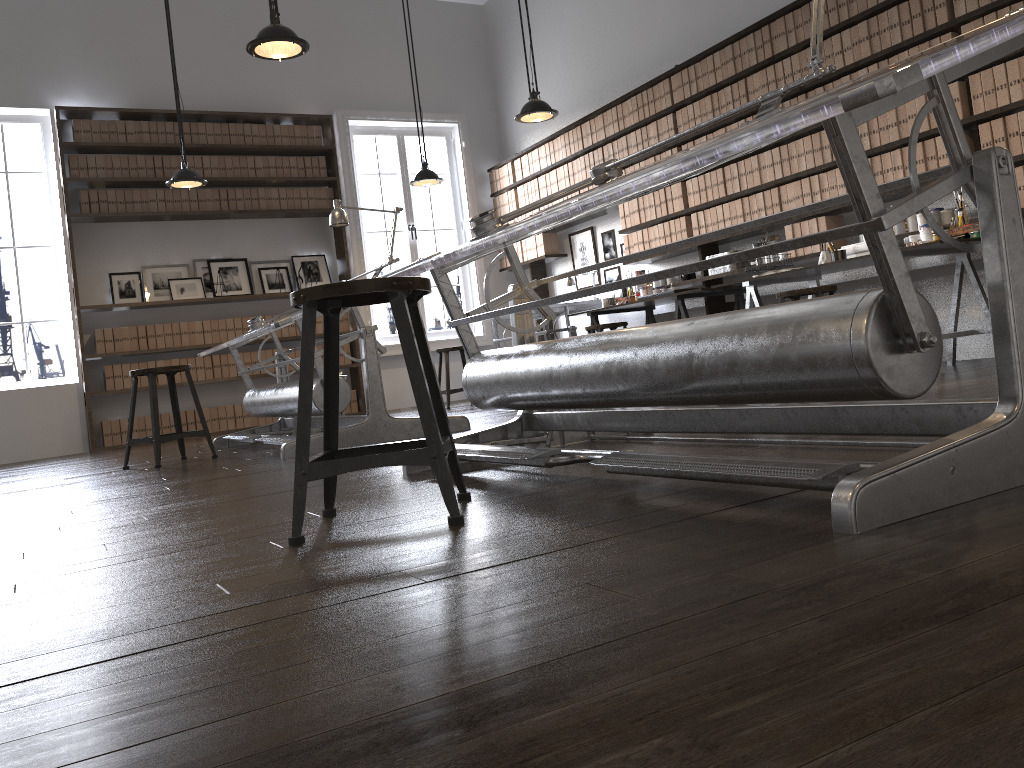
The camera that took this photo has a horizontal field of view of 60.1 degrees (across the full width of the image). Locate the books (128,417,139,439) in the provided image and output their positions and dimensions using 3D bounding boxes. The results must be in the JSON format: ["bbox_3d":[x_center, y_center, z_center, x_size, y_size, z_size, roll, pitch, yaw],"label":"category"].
[{"bbox_3d":[-3.367,0.412,7.866,0.067,0.226,0.174,-6,-1,-29],"label":"books"}]

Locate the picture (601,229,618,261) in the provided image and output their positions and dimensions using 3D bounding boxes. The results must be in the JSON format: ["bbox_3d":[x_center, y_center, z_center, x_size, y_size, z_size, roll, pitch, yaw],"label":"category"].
[{"bbox_3d":[0.910,-1.283,8.242,0.022,0.285,0.200,-6,-1,-30],"label":"picture"}]

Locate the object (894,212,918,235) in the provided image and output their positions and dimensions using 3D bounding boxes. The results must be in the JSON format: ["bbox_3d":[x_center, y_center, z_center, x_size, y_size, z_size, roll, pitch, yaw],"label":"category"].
[{"bbox_3d":[2.388,-0.974,5.381,0.206,0.162,0.094,-7,-1,-28],"label":"object"}]

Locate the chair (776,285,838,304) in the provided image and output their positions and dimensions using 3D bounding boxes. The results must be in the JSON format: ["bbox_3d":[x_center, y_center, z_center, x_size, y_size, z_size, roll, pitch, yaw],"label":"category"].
[{"bbox_3d":[1.615,-0.247,4.764,0.370,0.529,0.359,-7,-1,34],"label":"chair"}]

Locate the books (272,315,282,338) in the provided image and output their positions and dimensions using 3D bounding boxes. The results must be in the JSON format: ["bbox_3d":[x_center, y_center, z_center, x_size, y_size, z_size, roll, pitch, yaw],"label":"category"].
[{"bbox_3d":[-2.291,-0.545,8.553,0.067,0.226,0.174,-6,-1,-29],"label":"books"}]

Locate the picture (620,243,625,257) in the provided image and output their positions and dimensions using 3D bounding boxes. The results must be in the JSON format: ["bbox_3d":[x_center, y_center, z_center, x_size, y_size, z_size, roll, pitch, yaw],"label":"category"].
[{"bbox_3d":[1.065,-1.193,7.978,0.023,0.184,0.250,-6,0,-29],"label":"picture"}]

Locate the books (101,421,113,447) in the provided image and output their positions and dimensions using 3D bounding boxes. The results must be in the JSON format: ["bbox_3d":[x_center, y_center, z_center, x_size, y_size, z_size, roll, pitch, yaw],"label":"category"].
[{"bbox_3d":[-3.554,0.436,7.766,0.067,0.226,0.174,-6,-1,-29],"label":"books"}]

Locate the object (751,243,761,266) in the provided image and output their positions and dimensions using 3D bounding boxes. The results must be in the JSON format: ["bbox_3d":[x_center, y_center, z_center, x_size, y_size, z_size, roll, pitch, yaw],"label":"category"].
[{"bbox_3d":[1.820,-0.944,6.550,0.078,0.188,0.079,-8,-2,40],"label":"object"}]

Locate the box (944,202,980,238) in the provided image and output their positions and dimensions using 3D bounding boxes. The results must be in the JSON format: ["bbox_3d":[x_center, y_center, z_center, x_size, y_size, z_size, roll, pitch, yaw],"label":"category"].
[{"bbox_3d":[2.417,-0.863,4.702,0.138,0.207,0.211,-6,0,-29],"label":"box"}]

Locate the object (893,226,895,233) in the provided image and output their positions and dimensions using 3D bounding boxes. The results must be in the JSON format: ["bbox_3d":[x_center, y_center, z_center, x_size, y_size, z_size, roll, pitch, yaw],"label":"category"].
[{"bbox_3d":[2.355,-0.941,5.416,0.054,0.101,0.053,-7,-1,-12],"label":"object"}]

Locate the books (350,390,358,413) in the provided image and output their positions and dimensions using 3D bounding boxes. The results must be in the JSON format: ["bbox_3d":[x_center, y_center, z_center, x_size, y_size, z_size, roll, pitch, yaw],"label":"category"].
[{"bbox_3d":[-1.608,0.176,8.855,0.067,0.226,0.174,-6,-1,-29],"label":"books"}]

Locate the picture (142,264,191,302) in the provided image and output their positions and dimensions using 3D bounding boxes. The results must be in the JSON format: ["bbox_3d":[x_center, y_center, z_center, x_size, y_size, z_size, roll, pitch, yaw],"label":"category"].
[{"bbox_3d":[-3.177,-0.924,8.183,0.416,0.366,0.083,-7,-1,-29],"label":"picture"}]

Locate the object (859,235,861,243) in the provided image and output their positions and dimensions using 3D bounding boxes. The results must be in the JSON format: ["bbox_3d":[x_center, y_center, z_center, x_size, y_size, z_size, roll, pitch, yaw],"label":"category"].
[{"bbox_3d":[2.238,-0.945,5.629,0.062,0.119,0.062,-7,-1,12],"label":"object"}]

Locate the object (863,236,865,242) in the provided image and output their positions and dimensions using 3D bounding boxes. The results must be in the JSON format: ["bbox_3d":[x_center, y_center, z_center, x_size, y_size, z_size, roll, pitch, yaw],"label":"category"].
[{"bbox_3d":[2.207,-0.938,5.496,0.061,0.119,0.062,-7,-1,21],"label":"object"}]

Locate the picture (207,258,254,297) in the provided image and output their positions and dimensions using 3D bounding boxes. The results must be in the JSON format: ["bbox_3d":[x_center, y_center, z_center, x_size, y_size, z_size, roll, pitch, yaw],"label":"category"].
[{"bbox_3d":[-2.673,-1.004,8.412,0.374,0.392,0.148,-7,-1,-29],"label":"picture"}]

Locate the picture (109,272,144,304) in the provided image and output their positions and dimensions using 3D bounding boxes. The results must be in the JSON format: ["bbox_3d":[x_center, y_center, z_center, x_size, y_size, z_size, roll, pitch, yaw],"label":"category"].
[{"bbox_3d":[-3.491,-0.858,8.025,0.267,0.315,0.058,-7,-2,-29],"label":"picture"}]

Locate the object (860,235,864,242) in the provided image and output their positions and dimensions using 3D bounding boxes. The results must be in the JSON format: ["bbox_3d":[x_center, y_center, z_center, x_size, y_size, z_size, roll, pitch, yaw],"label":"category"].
[{"bbox_3d":[2.219,-0.941,5.565,0.063,0.118,0.062,-7,-1,12],"label":"object"}]

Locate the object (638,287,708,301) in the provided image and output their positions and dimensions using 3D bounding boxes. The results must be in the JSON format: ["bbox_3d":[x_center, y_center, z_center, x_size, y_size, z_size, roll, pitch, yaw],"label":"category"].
[{"bbox_3d":[1.176,-0.658,6.507,0.313,0.033,0.444,-8,1,-29],"label":"object"}]

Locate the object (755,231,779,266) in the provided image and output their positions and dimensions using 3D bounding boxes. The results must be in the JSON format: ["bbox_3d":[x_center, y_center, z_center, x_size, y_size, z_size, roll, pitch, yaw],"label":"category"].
[{"bbox_3d":[1.815,-0.988,6.390,0.157,0.272,0.181,-6,-1,-45],"label":"object"}]

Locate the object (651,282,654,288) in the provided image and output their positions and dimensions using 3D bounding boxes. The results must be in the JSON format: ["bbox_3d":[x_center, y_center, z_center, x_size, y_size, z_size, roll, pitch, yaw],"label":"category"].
[{"bbox_3d":[1.210,-0.873,7.500,0.070,0.130,0.070,-7,-1,9],"label":"object"}]

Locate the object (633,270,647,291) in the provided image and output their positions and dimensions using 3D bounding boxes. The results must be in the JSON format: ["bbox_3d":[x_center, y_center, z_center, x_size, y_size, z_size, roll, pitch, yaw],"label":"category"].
[{"bbox_3d":[1.093,-0.877,7.554,0.108,0.177,0.106,-6,-1,-27],"label":"object"}]

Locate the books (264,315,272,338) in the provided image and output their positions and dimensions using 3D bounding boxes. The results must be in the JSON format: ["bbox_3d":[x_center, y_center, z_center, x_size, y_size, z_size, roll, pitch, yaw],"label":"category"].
[{"bbox_3d":[-2.353,-0.536,8.512,0.067,0.226,0.174,-6,-1,-29],"label":"books"}]

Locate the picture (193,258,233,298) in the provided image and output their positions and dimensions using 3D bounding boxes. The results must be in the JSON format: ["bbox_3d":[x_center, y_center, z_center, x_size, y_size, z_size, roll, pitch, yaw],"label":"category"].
[{"bbox_3d":[-2.808,-0.994,8.397,0.370,0.406,0.091,-7,-1,-29],"label":"picture"}]

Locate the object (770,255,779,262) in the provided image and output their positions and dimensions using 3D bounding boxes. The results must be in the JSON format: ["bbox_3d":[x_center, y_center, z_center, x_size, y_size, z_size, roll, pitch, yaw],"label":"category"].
[{"bbox_3d":[1.904,-0.903,6.245,0.181,0.093,0.062,-7,-1,-15],"label":"object"}]

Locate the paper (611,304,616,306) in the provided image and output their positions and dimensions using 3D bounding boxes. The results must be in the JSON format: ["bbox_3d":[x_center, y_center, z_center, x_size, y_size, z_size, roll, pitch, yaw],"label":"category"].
[{"bbox_3d":[0.846,-0.638,7.251,0.138,0.038,0.154,-8,1,-44],"label":"paper"}]

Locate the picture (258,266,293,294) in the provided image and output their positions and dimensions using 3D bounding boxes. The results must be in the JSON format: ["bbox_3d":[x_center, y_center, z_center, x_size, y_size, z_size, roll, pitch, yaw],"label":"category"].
[{"bbox_3d":[-2.301,-1.002,8.625,0.290,0.291,0.126,-7,-1,-29],"label":"picture"}]

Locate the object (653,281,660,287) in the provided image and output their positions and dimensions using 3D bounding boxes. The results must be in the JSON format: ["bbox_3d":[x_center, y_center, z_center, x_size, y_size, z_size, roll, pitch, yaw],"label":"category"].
[{"bbox_3d":[1.203,-0.846,7.368,0.062,0.094,0.061,-6,-1,-43],"label":"object"}]

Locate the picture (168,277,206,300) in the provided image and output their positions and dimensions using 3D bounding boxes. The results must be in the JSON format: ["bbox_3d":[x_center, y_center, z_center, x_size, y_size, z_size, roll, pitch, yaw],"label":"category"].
[{"bbox_3d":[-3.004,-0.874,8.187,0.300,0.229,0.144,-7,-1,-29],"label":"picture"}]

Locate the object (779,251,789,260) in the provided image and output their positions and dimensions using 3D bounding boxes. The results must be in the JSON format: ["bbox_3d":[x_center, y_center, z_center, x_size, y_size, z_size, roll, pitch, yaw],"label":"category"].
[{"bbox_3d":[1.902,-0.918,6.164,0.094,0.128,0.094,-7,-1,-22],"label":"object"}]

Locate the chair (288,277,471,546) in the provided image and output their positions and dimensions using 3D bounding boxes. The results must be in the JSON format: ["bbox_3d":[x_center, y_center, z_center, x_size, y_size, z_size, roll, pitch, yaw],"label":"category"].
[{"bbox_3d":[-0.304,0.047,1.963,0.358,0.529,0.371,-7,-1,-1],"label":"chair"}]

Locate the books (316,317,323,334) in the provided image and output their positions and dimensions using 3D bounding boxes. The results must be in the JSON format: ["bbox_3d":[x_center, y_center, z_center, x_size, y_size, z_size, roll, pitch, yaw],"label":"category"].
[{"bbox_3d":[-1.933,-0.593,8.750,0.067,0.226,0.174,-6,-1,-29],"label":"books"}]

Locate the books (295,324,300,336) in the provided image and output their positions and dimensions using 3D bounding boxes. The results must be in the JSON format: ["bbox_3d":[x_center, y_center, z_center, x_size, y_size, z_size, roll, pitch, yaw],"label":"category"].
[{"bbox_3d":[-2.105,-0.570,8.656,0.067,0.226,0.174,-6,-1,-29],"label":"books"}]

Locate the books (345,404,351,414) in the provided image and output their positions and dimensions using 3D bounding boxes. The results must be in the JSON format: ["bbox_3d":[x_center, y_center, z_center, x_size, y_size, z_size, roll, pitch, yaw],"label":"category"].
[{"bbox_3d":[-1.675,0.185,8.820,0.067,0.226,0.174,-6,-1,-29],"label":"books"}]

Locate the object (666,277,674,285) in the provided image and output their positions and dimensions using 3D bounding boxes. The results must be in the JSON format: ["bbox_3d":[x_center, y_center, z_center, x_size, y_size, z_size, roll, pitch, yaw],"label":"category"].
[{"bbox_3d":[1.298,-0.855,7.271,0.062,0.094,0.061,-6,-1,-43],"label":"object"}]

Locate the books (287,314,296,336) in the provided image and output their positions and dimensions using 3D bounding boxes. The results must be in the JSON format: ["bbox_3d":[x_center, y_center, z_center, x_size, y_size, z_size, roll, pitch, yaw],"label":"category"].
[{"bbox_3d":[-2.167,-0.561,8.622,0.067,0.226,0.174,-6,-1,-29],"label":"books"}]

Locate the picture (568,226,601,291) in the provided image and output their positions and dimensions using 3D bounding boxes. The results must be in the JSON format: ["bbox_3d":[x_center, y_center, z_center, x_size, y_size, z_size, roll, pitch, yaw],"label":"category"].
[{"bbox_3d":[0.707,-1.208,8.599,0.040,0.575,0.413,-6,-1,-29],"label":"picture"}]

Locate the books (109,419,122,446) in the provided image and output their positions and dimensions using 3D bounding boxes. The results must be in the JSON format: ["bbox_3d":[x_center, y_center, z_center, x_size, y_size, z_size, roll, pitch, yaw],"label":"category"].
[{"bbox_3d":[-3.492,0.428,7.798,0.067,0.226,0.174,-6,-1,-29],"label":"books"}]

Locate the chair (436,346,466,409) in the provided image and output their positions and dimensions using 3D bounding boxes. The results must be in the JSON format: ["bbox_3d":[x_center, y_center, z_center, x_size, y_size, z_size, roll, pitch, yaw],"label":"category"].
[{"bbox_3d":[-0.474,-0.057,7.686,0.359,0.529,0.370,-7,-1,-21],"label":"chair"}]

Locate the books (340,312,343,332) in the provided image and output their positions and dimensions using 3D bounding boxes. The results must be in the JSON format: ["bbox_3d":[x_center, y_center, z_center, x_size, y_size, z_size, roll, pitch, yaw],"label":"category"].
[{"bbox_3d":[-1.755,-0.617,8.854,0.067,0.226,0.174,-6,-1,-29],"label":"books"}]

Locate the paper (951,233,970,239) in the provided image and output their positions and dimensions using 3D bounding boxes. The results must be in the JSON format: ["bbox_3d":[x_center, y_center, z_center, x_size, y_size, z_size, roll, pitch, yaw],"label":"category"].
[{"bbox_3d":[2.286,-0.757,4.638,0.137,0.038,0.155,-7,1,-14],"label":"paper"}]

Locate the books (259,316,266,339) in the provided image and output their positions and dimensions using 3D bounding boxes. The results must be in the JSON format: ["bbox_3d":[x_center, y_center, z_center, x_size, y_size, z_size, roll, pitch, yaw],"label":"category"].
[{"bbox_3d":[-2.420,-0.528,8.480,0.067,0.226,0.174,-6,-1,-29],"label":"books"}]

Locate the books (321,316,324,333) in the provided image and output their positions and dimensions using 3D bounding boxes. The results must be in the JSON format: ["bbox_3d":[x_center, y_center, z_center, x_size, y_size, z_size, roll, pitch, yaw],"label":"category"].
[{"bbox_3d":[-1.874,-0.601,8.781,0.067,0.226,0.174,-6,-1,-29],"label":"books"}]

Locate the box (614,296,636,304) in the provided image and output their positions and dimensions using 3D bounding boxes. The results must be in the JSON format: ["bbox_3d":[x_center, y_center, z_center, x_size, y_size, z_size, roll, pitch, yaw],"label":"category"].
[{"bbox_3d":[0.968,-0.681,7.341,0.138,0.083,0.211,-7,1,-29],"label":"box"}]

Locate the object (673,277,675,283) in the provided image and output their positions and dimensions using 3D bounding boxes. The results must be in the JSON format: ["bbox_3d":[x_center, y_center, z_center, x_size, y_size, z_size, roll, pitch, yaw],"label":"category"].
[{"bbox_3d":[1.325,-0.850,7.354,0.054,0.080,0.054,-7,-1,-2],"label":"object"}]

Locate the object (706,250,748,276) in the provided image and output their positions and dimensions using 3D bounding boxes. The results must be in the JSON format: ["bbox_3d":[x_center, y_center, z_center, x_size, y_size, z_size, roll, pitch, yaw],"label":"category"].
[{"bbox_3d":[1.633,-0.913,6.711,0.193,0.152,0.316,-7,1,-30],"label":"object"}]

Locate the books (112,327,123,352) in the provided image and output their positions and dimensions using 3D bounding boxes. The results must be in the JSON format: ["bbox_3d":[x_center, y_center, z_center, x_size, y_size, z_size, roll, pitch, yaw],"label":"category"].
[{"bbox_3d":[-3.506,-0.382,7.863,0.067,0.226,0.174,-6,-1,-29],"label":"books"}]

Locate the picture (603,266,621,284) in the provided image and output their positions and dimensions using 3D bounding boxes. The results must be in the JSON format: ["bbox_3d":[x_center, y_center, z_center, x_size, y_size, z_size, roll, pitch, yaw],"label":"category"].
[{"bbox_3d":[0.940,-0.991,8.242,0.023,0.184,0.250,-6,0,-29],"label":"picture"}]

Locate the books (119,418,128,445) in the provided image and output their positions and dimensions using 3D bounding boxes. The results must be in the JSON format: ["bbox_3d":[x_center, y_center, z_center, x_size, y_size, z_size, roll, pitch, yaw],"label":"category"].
[{"bbox_3d":[-3.429,0.420,7.829,0.067,0.226,0.174,-6,-1,-29],"label":"books"}]

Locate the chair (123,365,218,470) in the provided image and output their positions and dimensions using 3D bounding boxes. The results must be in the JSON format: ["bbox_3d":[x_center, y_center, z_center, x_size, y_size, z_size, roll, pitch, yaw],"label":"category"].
[{"bbox_3d":[-1.866,0.176,4.779,0.357,0.529,0.372,-8,-1,39],"label":"chair"}]

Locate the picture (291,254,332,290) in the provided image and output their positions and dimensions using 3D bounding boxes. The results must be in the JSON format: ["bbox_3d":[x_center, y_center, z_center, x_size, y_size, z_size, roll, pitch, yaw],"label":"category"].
[{"bbox_3d":[-1.991,-1.114,8.820,0.344,0.365,0.160,-7,-1,-29],"label":"picture"}]

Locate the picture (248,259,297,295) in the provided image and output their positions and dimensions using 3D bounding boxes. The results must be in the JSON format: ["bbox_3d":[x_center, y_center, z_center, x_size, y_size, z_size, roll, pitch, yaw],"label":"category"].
[{"bbox_3d":[-2.336,-1.033,8.656,0.435,0.361,0.095,-7,-1,-29],"label":"picture"}]

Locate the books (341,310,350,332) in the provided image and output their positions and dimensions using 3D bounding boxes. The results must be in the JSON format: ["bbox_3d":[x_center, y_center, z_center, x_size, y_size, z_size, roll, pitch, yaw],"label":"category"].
[{"bbox_3d":[-1.696,-0.624,8.880,0.067,0.226,0.174,-6,-1,-29],"label":"books"}]

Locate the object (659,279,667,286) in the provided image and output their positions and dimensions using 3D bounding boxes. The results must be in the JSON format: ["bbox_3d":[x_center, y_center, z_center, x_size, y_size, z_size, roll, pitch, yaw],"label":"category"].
[{"bbox_3d":[1.248,-0.850,7.315,0.063,0.093,0.062,-6,-1,-43],"label":"object"}]

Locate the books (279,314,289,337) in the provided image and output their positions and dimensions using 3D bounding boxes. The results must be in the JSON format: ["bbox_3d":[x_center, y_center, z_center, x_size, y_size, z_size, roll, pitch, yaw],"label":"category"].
[{"bbox_3d":[-2.227,-0.553,8.584,0.067,0.226,0.174,-6,-1,-29],"label":"books"}]

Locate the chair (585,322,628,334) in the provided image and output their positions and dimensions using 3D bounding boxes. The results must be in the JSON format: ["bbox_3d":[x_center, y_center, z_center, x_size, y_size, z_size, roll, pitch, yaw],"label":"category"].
[{"bbox_3d":[0.726,-0.177,6.520,0.359,0.529,0.370,-7,-1,-21],"label":"chair"}]

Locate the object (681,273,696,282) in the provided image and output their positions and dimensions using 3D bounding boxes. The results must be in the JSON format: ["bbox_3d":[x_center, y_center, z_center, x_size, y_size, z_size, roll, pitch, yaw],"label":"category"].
[{"bbox_3d":[1.391,-0.871,7.075,0.091,0.109,0.170,-7,0,-29],"label":"object"}]
